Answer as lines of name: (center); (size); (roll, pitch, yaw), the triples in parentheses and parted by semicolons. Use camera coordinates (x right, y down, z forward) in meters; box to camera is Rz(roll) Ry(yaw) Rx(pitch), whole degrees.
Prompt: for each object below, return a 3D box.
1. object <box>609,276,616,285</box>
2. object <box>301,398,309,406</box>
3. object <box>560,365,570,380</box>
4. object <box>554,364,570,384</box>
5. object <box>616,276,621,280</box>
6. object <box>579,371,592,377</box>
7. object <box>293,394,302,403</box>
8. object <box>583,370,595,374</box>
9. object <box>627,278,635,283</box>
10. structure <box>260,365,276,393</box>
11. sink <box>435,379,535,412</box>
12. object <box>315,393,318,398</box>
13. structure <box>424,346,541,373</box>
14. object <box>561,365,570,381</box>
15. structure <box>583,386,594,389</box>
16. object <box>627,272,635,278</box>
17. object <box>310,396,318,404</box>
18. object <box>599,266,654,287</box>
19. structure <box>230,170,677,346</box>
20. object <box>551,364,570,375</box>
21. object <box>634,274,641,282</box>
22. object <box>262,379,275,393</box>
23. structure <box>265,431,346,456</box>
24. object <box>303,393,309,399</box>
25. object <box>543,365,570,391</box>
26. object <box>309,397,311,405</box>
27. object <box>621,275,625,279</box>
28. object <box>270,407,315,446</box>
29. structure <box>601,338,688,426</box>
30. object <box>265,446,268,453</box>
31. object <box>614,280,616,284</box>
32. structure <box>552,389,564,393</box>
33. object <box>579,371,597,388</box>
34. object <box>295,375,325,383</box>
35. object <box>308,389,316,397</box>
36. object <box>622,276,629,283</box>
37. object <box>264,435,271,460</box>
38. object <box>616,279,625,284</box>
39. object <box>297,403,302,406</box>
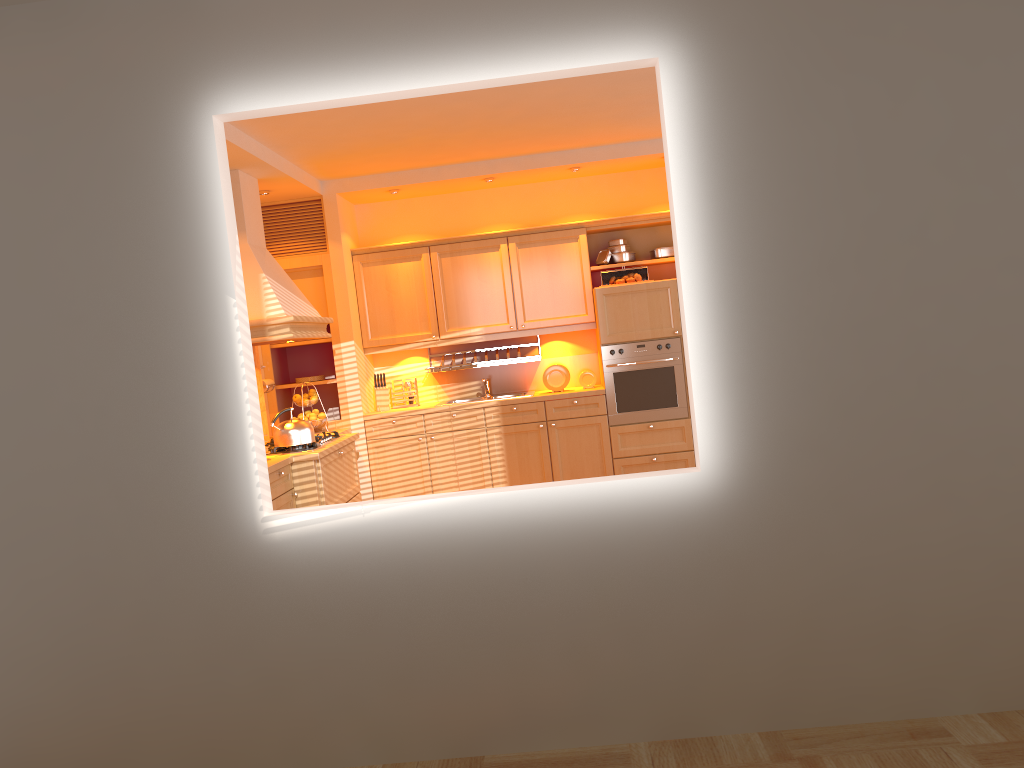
object: (0.753, -0.773, 6.641); (0.055, 0.064, 0.069); (-6, 3, 8)
object: (-1.496, 0.132, 6.411); (0.064, 0.058, 0.063); (-8, 3, -31)
object: (0.337, -0.046, 6.761); (0.205, 0.200, 0.049); (-6, 3, 5)
object: (0.346, -0.052, 6.844); (0.205, 0.200, 0.049); (-6, 3, 5)
object: (0.804, -0.780, 6.680); (0.069, 0.061, 0.037); (-7, 3, -13)
object: (0.581, -0.038, 6.802); (0.133, 0.129, 0.037); (-6, 3, 4)
object: (-1.550, 0.106, 6.403); (0.063, 0.064, 0.061); (-6, 3, 13)
object: (0.587, -0.043, 6.884); (0.133, 0.129, 0.037); (-6, 3, 6)
object: (0.877, -0.769, 6.555); (0.065, 0.036, 0.062); (-6, 3, 16)
structure: (-1.792, -0.046, 6.355); (0.126, 0.220, 0.320); (-6, 3, 3)
sink: (-0.197, 0.123, 6.828); (0.746, 0.336, 0.465); (-6, 3, 3)
object: (-1.449, 0.092, 6.499); (0.057, 0.060, 0.058); (-5, 3, 25)
structure: (-0.225, -0.201, 6.963); (0.900, 0.126, 0.300); (-6, 3, 3)
object: (0.340, -0.048, 6.789); (0.205, 0.200, 0.049); (-6, 3, 5)
structure: (0.588, 0.025, 6.806); (0.084, 0.010, 0.219); (-6, 3, 5)
object: (0.895, -0.811, 6.619); (0.061, 0.047, 0.063); (-9, 4, -39)
object: (-1.443, 0.116, 6.447); (0.063, 0.063, 0.064); (-5, 3, 20)
object: (0.842, -0.799, 6.632); (0.400, 0.123, 0.280); (-6, 3, 4)
structure: (-0.090, -0.936, 6.164); (4.091, 1.148, 1.061); (-8, 3, -23)
object: (0.343, -0.050, 6.816); (0.205, 0.200, 0.049); (-6, 3, 5)
object: (0.932, -0.786, 6.567); (0.066, 0.064, 0.045); (-9, 4, -35)
object: (-1.773, 0.014, 6.357); (0.096, 0.094, 0.186); (-6, 3, 4)
structure: (-1.390, 0.375, 5.604); (0.494, 0.051, 0.797); (-6, 3, 3)
object: (-1.501, 0.094, 6.455); (0.051, 0.051, 0.050); (-5, 3, 28)
object: (0.335, -0.045, 6.733); (0.205, 0.200, 0.049); (-6, 3, 5)
object: (-1.490, 0.126, 6.488); (0.058, 0.059, 0.058); (-4, 4, 35)
object: (0.852, -0.785, 6.655); (0.066, 0.063, 0.061); (-6, 3, 10)
object: (-1.314, 0.248, 5.314); (0.242, 0.215, 0.251); (-7, 3, -9)
structure: (0.966, -0.014, 6.451); (0.576, 0.583, 0.066); (-6, 3, 3)
object: (-1.410, 0.373, 5.017); (0.061, 0.054, 0.052); (-5, 3, 30)
object: (0.791, -0.763, 6.630); (0.067, 0.035, 0.068); (-4, 4, 44)
structure: (0.354, 0.052, 6.789); (0.084, 0.010, 0.219); (-6, 3, 6)
object: (0.575, -0.033, 6.719); (0.133, 0.129, 0.037); (-6, 3, 4)
object: (-1.533, -0.036, 6.750); (0.222, 0.039, 0.222); (-5, 3, 21)
object: (-1.454, 0.065, 6.456); (0.055, 0.059, 0.058); (-9, 4, -40)
object: (0.847, -0.778, 6.606); (0.065, 0.056, 0.056); (-7, 3, -12)
object: (-1.495, 0.355, 4.968); (0.189, 0.174, 0.207); (-5, 3, 18)
object: (0.802, -0.759, 6.565); (0.066, 0.034, 0.069); (-5, 3, 22)
object: (-1.538, 0.133, 6.452); (0.057, 0.056, 0.051); (-9, 4, -37)
